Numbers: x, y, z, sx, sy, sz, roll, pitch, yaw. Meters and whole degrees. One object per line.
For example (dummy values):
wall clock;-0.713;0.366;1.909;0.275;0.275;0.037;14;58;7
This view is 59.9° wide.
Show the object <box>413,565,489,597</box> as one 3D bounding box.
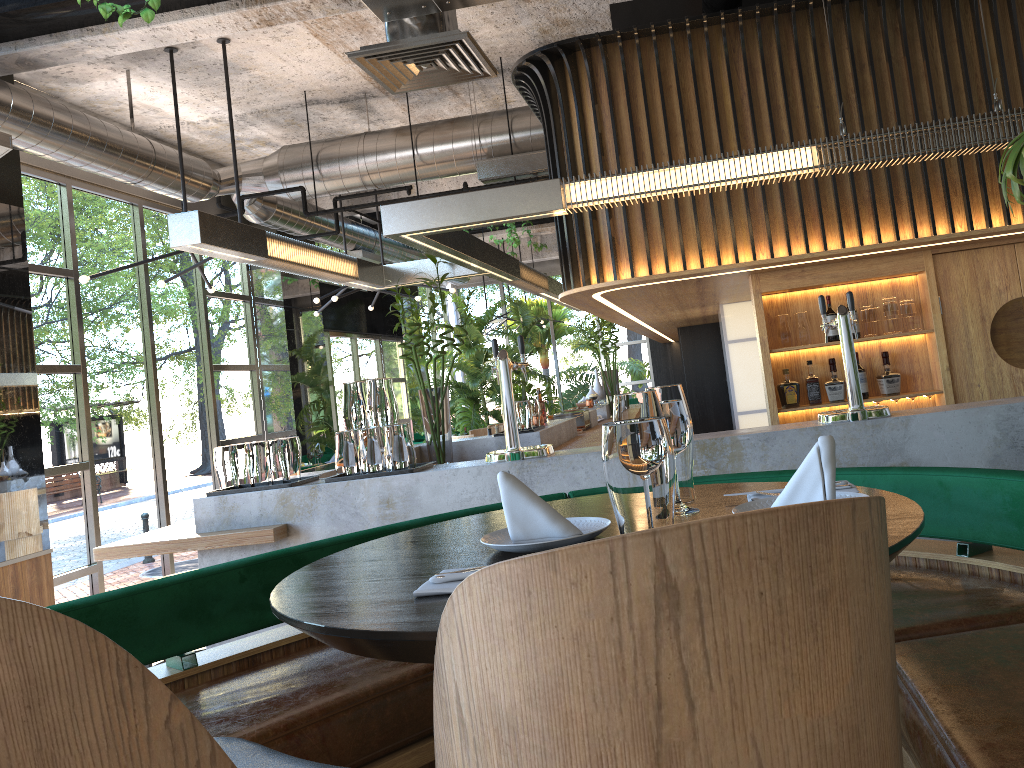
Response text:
object;-0.006;0.277;1.317;0.251;0.019;0.159;-7;0;9

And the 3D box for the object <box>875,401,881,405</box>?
object;2.299;0.224;5.534;0.088;0.246;0.097;-10;-5;38

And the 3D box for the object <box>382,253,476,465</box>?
object;-0.520;-0.230;5.821;0.658;1.554;0.597;-8;-4;15

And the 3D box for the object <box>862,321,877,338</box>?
object;2.247;-0.342;5.571;0.089;0.092;0.088;-7;-2;1

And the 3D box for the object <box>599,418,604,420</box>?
object;0.848;0.387;9.378;0.241;0.017;0.246;-7;0;8

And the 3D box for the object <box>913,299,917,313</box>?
object;2.524;-0.491;5.652;0.088;0.092;0.089;-7;-2;7

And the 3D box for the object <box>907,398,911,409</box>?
object;2.528;0.196;5.624;0.096;0.246;0.089;-6;-4;-18

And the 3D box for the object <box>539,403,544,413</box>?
object;0.192;0.235;6.927;0.108;0.162;0.102;-4;-4;-45

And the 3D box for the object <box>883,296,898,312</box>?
object;2.358;-0.499;5.538;0.087;0.092;0.090;-8;-2;13

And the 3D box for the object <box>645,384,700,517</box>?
object;0.307;0.125;1.710;0.088;0.246;0.097;-10;-5;38

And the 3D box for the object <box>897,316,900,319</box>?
object;2.406;-0.455;5.627;0.089;0.092;0.088;-7;-2;-1

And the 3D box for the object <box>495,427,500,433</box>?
object;-0.097;0.396;6.375;0.073;0.211;0.067;-5;-4;-23

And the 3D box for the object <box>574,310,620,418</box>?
object;1.007;-0.402;9.806;0.614;1.554;0.638;-4;-5;-41

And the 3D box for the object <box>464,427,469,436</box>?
object;-0.641;0.754;12.495;0.066;0.300;0.071;-9;-4;26

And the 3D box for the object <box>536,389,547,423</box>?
object;0.227;0.173;7.097;0.079;0.277;0.071;-3;-5;-44

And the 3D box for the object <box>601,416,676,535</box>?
object;0.189;0.157;1.286;0.111;0.210;0.100;-4;-5;-45

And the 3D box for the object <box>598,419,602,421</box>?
object;0.787;0.393;9.121;0.240;0.017;0.247;-7;0;11

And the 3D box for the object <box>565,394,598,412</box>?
object;0.681;0.196;8.951;0.205;0.135;0.822;-8;-1;19

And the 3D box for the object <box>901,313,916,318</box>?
object;1.082;-0.100;2.008;0.102;0.503;7.690;-8;-1;22

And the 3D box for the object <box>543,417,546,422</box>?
object;0.150;0.283;6.670;0.186;0.073;0.235;-8;-1;30

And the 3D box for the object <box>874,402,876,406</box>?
object;2.325;0.222;5.649;0.096;0.246;0.089;-6;-4;-18

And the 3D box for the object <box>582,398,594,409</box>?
object;0.774;0.200;9.198;0.161;0.107;0.086;-6;-3;-34

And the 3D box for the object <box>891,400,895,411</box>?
object;2.432;0.208;5.636;0.096;0.246;0.089;-6;-4;-18

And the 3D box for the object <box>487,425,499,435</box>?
object;-0.122;0.396;6.305;0.067;0.215;0.171;-10;-4;36

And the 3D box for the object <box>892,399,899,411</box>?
object;2.406;0.211;5.521;0.088;0.246;0.097;-10;-5;38

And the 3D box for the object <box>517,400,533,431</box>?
object;0.090;0.220;5.945;0.110;0.210;0.100;-5;-4;-35

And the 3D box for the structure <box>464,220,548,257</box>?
structure;-0.359;-2.490;13.677;2.062;1.521;1.481;-8;-3;39

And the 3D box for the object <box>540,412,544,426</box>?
object;0.160;0.263;6.457;0.161;0.107;0.086;-6;-3;-34

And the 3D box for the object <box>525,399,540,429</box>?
object;0.149;0.213;6.190;0.110;0.210;0.100;-5;-4;-35

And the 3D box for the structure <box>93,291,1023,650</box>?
structure;1.862;0.444;6.952;5.760;1.735;7.218;-7;-1;10

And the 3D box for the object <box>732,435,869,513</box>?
object;0.487;0.161;1.516;0.232;0.139;0.233;-7;-1;4

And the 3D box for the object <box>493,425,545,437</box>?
object;0.055;0.321;6.071;0.268;0.019;0.443;-7;0;11

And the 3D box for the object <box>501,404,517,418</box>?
object;-0.013;0.233;5.969;0.110;0.210;0.100;-5;-4;-35

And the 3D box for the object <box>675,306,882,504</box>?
object;1.300;-0.119;3.711;0.101;0.503;4.310;-9;-1;28

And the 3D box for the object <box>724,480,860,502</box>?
object;0.542;0.210;1.733;0.251;0.019;0.159;-7;0;9

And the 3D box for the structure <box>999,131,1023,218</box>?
structure;2.468;-0.611;2.377;2.026;3.143;2.983;-8;-3;22

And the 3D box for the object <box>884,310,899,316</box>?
object;2.361;-0.473;5.536;0.087;0.092;0.090;-8;-2;13

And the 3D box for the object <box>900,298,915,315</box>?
object;2.469;-0.484;5.548;0.087;0.092;0.090;-8;-2;13

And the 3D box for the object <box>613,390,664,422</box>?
object;0.217;0.135;1.455;0.096;0.246;0.089;-6;-4;-18

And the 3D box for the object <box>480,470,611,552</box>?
object;0.055;0.215;1.575;0.222;0.139;0.243;-8;-2;33

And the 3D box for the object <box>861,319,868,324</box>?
object;2.271;-0.438;5.673;0.087;0.092;0.090;-8;-2;13

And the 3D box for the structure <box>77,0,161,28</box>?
structure;-2.342;-2.006;3.471;3.131;2.354;1.524;-5;-3;-44

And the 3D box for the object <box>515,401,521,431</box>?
object;0.069;0.223;6.070;0.111;0.210;0.100;-4;-5;-45

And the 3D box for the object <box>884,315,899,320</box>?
object;1.137;-0.104;2.694;0.102;0.503;6.279;-9;-1;24

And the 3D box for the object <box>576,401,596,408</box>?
object;0.800;0.216;9.570;0.186;0.073;0.235;-8;-1;30

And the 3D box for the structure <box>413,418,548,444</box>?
structure;-0.259;0.812;8.117;5.938;1.553;20.380;-7;0;12

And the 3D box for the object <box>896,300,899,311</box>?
object;2.400;-0.503;5.630;0.088;0.092;0.089;-7;-2;6

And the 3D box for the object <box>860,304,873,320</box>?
object;2.269;-0.458;5.675;0.093;0.092;0.084;-5;-3;-44

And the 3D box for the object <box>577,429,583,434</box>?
object;0.459;0.421;7.631;0.284;0.037;0.314;-7;0;38

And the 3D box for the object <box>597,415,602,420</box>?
object;0.892;0.359;9.445;0.139;0.057;0.068;-8;-2;27

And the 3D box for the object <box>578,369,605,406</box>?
object;0.899;0.043;9.813;0.331;0.399;0.304;-5;-3;-31

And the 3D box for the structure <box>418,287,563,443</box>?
structure;-0.374;-0.033;15.022;2.457;3.447;2.635;-7;-3;-5
